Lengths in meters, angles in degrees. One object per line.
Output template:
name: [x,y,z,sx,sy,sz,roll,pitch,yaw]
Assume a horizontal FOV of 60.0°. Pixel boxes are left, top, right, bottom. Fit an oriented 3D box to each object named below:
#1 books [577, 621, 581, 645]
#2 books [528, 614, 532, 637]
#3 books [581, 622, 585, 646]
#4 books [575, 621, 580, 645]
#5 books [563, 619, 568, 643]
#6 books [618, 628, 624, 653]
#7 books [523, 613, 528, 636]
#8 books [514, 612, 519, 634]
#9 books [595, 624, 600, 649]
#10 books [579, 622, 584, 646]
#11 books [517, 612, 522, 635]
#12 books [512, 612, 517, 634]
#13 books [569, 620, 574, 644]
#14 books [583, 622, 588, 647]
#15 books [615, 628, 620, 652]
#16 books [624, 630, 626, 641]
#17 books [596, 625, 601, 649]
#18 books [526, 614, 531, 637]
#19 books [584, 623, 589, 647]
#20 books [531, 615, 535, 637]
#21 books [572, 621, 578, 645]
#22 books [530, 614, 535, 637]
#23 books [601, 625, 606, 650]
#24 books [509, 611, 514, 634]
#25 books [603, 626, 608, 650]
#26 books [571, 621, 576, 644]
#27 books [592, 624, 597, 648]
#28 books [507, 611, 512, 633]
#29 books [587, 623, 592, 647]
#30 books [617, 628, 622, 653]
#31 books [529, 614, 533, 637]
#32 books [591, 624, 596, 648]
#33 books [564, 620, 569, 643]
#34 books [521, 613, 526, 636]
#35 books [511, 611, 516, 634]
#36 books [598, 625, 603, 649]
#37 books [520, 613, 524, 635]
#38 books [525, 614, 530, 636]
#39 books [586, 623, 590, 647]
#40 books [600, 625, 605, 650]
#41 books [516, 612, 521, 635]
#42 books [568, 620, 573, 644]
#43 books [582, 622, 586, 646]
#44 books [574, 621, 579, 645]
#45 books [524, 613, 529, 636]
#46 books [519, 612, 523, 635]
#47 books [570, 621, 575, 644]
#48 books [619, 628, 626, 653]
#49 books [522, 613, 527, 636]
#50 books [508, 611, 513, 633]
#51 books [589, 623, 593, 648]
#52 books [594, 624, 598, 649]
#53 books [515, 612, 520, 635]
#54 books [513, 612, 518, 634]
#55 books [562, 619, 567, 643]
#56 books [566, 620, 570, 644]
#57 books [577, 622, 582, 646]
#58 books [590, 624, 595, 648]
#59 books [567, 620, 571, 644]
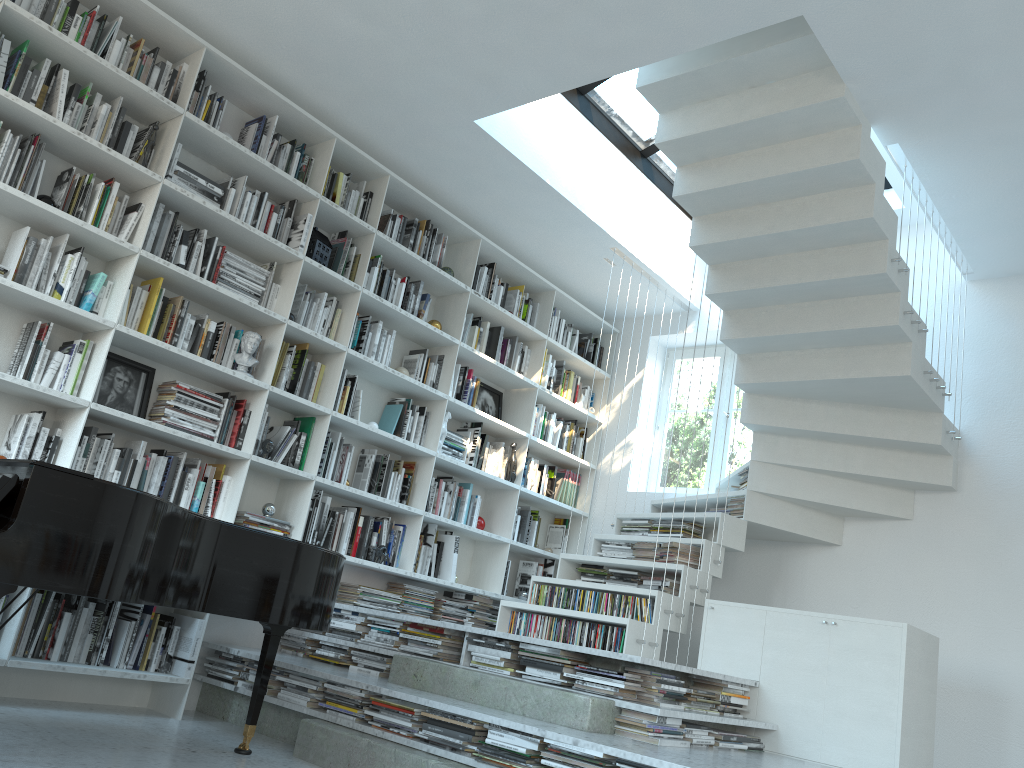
books: [0.383,1.312,4.631,0.008,0.125,0.125,-3,-21,40]
books: [0.135,1.327,4.840,0.008,0.125,0.125,-3,-21,40]
books: [0.402,1.311,4.615,0.011,0.125,0.125,-3,-21,40]
books: [0.378,1.313,4.636,0.008,0.125,0.125,-3,-21,40]
books: [0.319,1.316,4.685,0.008,0.125,0.125,-3,-21,40]
books: [0.579,1.300,4.466,0.009,0.125,0.125,-3,-21,40]
books: [0.111,1.329,4.860,0.008,0.125,0.125,-3,-21,40]
books: [0.063,1.332,4.901,0.007,0.125,0.125,-3,-21,40]
books: [0.472,1.307,4.557,0.008,0.125,0.125,-3,-21,40]
books: [0.395,1.312,4.621,0.008,0.125,0.125,-3,-21,40]
books: [0.080,1.331,4.886,0.010,0.125,0.125,-3,-21,40]
books: [0.051,1.332,4.911,0.009,0.125,0.125,-3,-21,40]
books: [0.347,1.315,4.661,0.008,0.125,0.125,-3,-21,40]
books: [0.415,1.310,4.605,0.008,0.125,0.125,-3,-21,40]
books: [0.564,1.301,4.479,0.009,0.125,0.125,-3,-21,40]
books: [0.599,1.299,4.449,0.013,0.125,0.125,-3,-21,40]
books: [0.479,1.307,4.550,0.010,0.125,0.125,-3,-21,40]
books: [0.129,1.328,4.845,0.008,0.125,0.125,-3,-21,40]
books: [0.421,1.310,4.599,0.008,0.125,0.125,-3,-21,40]
books: [0.152,1.326,4.826,0.007,0.125,0.125,-3,-21,40]
books: [0.365,1.313,4.646,0.010,0.125,0.125,-3,-21,40]
books: [0.147,1.327,4.830,0.007,0.125,0.125,-3,-21,40]
books: [0.501,1.305,4.531,0.012,0.125,0.125,-3,-21,40]
books: [0.037,1.333,4.923,0.008,0.125,0.125,-3,-21,40]
books: [0.510,1.305,4.524,0.010,0.125,0.125,-3,-21,40]
books: [0.359,1.314,4.651,0.010,0.125,0.125,-3,-21,40]
books: [0.460,1.308,4.567,0.007,0.125,0.125,-3,-21,40]
books: [0.025,1.334,4.933,0.007,0.125,0.125,-3,-21,40]
books: [0.434,1.309,4.589,0.012,0.125,0.125,-3,-21,40]
books: [0.572,1.301,4.472,0.011,0.125,0.125,-3,-21,40]
books: [0.141,1.327,4.835,0.007,0.125,0.125,-3,-21,40]
books: [0.454,1.308,4.571,0.007,0.125,0.125,-3,-21,40]
books: [0.324,1.316,4.681,0.008,0.125,0.125,-3,-21,40]
books: [0.099,1.329,4.870,0.009,0.125,0.125,-3,-21,40]
books: [0.044,1.333,4.917,0.010,0.125,0.125,-3,-21,40]
books: [0.487,1.306,4.543,0.010,0.125,0.125,-3,-21,40]
books: [0.094,1.330,4.875,0.009,0.125,0.125,-3,-21,40]
books: [0.123,1.328,4.850,0.008,0.125,0.125,-3,-21,40]
books: [0.427,1.310,4.594,0.010,0.125,0.125,-3,-21,40]
books: [0.493,1.306,4.538,0.008,0.125,0.125,-3,-21,40]
books: [0.074,1.331,4.892,0.008,0.125,0.125,-3,-21,40]
books: [0.341,1.315,4.666,0.007,0.125,0.125,-3,-21,40]
books: [0.408,1.311,4.610,0.011,0.125,0.125,-3,-21,40]
books: [0.372,1.313,4.641,0.008,0.125,0.125,-3,-21,40]
books: [0.117,1.328,4.856,0.008,0.125,0.125,-3,-21,40]
books: [0.087,1.330,4.881,0.007,0.125,0.125,-3,-21,40]
books: [0.354,1.314,4.656,0.008,0.125,0.125,-3,-21,40]
books: [0.588,1.300,4.458,0.016,0.125,0.125,-3,-21,40]
books: [0.106,1.329,4.865,0.007,0.125,0.125,-3,-21,40]
books: [0.031,1.334,4.928,0.008,0.125,0.125,-3,-21,40]
books: [0.442,1.309,4.581,0.008,0.125,0.125,-3,-21,40]
books: [0.466,1.307,4.562,0.008,0.125,0.125,-3,-21,40]
books: [0.068,1.331,4.896,0.008,0.125,0.125,-3,-21,40]
books: [0.057,1.332,4.906,0.007,0.125,0.125,-3,-21,40]
books: [0.313,1.317,4.690,0.008,0.125,0.125,-3,-21,40]
books: [0.330,1.316,4.676,0.008,0.125,0.125,-3,-21,40]
books: [0.389,1.312,4.626,0.007,0.125,0.125,-3,-21,40]
books: [0.448,1.308,4.576,0.007,0.125,0.125,-3,-21,40]
books: [0.335,1.315,4.671,0.008,0.125,0.125,-3,-21,40]
